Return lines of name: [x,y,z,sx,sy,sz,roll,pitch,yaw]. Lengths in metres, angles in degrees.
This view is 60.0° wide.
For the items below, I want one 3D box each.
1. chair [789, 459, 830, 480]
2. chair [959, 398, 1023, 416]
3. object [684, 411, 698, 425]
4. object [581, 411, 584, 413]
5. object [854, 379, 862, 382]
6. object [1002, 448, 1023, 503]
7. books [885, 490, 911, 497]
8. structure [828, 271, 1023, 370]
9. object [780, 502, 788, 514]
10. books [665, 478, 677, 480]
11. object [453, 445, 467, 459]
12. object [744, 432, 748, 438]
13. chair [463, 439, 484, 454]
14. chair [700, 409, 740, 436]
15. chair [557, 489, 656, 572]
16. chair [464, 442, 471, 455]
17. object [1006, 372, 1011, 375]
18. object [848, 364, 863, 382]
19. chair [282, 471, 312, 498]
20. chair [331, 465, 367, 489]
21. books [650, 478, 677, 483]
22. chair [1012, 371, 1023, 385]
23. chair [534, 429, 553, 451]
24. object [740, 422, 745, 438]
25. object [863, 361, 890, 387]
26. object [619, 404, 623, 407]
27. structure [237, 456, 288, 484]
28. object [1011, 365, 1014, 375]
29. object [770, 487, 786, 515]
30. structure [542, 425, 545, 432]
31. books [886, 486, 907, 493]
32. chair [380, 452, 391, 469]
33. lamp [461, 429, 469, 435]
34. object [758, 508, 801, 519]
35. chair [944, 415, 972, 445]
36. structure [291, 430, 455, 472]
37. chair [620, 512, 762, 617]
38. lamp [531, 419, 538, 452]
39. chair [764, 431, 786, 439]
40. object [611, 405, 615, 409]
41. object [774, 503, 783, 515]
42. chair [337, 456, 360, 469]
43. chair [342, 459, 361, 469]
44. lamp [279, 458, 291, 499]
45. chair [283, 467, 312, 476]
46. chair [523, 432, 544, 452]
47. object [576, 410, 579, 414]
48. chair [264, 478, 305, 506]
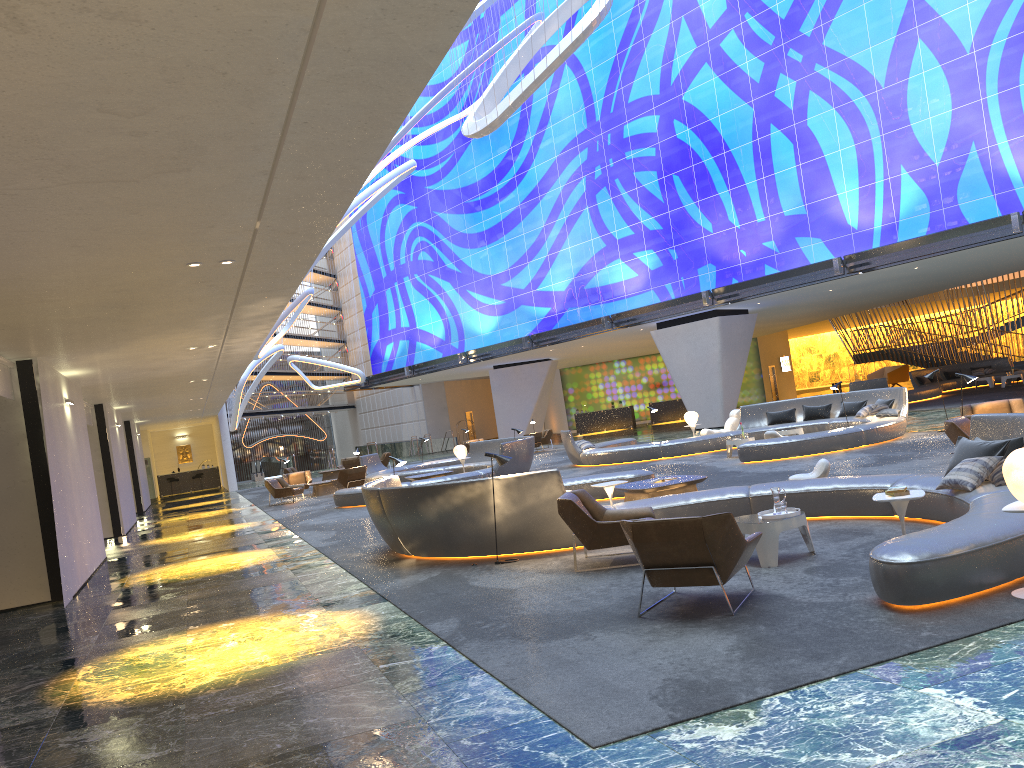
chair: [3.966,1.262,11.718,0.587,0.501,0.490,-9,-1,14]
chair: [7.503,0.669,13.717,0.931,0.767,0.937,-9,-1,21]
object: [4.915,0.941,24.298,0.366,0.387,0.319,-8,-1,-38]
object: [3.641,1.439,45.936,0.108,0.108,0.111,-9,-1,14]
object: [13.115,0.014,33.546,0.317,0.387,0.367,-8,-1,-13]
object: [3.435,0.608,5.826,0.366,0.387,0.319,-8,-1,-38]
books: [3.084,0.870,7.090,0.128,0.030,0.182,-8,-2,2]
structure: [23.693,-3.403,39.164,11.963,6.247,16.520,-8,-2,-20]
object: [2.502,1.149,8.155,0.071,0.118,0.071,-9,0,37]
books: [2.299,1.382,12.910,0.133,0.012,0.189,-7,-2,-31]
object: [-1.432,1.882,24.579,0.366,0.387,0.318,-8,-1,-13]
object: [5.096,1.109,19.312,0.071,0.118,0.151,-8,-1,-10]
chair: [-1.494,2.681,36.491,0.928,0.767,0.940,-8,-1,-14]
chair: [5.667,1.183,23.724,1.157,0.882,0.729,-8,-1,-1]
chair: [1.019,1.488,9.285,0.940,0.767,0.928,-9,-1,13]
chair: [-1.266,2.571,33.965,0.940,0.767,0.928,-9,-1,13]
object: [17.693,-0.373,31.557,0.151,0.118,0.071,-9,0,15]
object: [18.439,-0.373,47.463,0.477,1.664,1.202,-8,0,35]
chair: [-6.884,3.232,28.507,0.928,0.767,0.940,-8,-1,-14]
chair: [-4.712,2.836,25.973,0.927,0.767,0.941,-8,-1,-37]
books: [2.198,1.391,12.915,0.395,0.039,0.301,-8,-2,-6]
chair: [18.220,-0.221,31.989,0.491,0.501,0.587,-8,-1,-4]
chair: [1.160,2.264,35.604,0.938,0.767,0.930,-8,-1,-12]
object: [4.995,1.000,19.184,0.077,0.356,0.066,-8,0,37]
object: [19.492,-0.529,47.450,1.204,1.664,0.476,-8,0,-10]
object: [5.584,1.118,45.375,0.150,0.145,0.150,-9,-1,13]
structure: [-16.165,8.879,55.951,3.012,8.239,19.866,-8,-1,-20]
object: [17.754,-0.506,31.426,0.076,0.356,0.066,-8,0,-28]
object: [2.474,1.089,8.250,0.130,0.252,0.103,-8,0,-37]
structure: [1.573,2.023,50.906,1.019,2.051,0.774,-8,0,-42]
books: [3.076,0.844,7.088,0.134,0.022,0.188,-9,-2,31]
chair: [-5.449,3.264,36.558,0.937,0.767,0.931,-8,-1,-18]
lamp: [-1.868,2.461,36.426,0.384,1.300,0.202,-8,0,-3]
object: [2.471,1.199,8.201,0.380,0.038,0.382,-7,-2,-28]
chair: [6.250,0.787,11.520,0.927,0.767,0.941,-8,-1,-42]
structure: [-10.336,8.135,58.580,9.289,8.399,19.770,-8,-1,-20]
chair: [1.417,1.360,6.965,0.931,0.767,0.937,-9,-1,29]
lamp: [0.880,1.993,34.287,0.202,1.300,0.384,-8,0,-4]
chair: [6.031,1.195,19.542,0.587,0.501,1.781,-9,-2,34]
object: [5.189,1.178,45.458,0.150,0.145,0.150,-9,-1,13]
object: [2.440,1.157,8.104,0.071,0.118,0.071,-8,0,-38]
chair: [-6.843,3.499,37.543,0.930,0.767,0.938,-8,-1,7]
chair: [-6.071,3.299,34.697,0.931,0.767,0.937,-9,-1,31]
lamp: [-7.258,3.013,28.441,0.384,1.300,0.202,-8,0,-3]
chair: [-8.514,3.676,35.280,0.939,0.767,0.929,-8,-1,4]
chair: [0.678,2.285,33.957,0.927,0.767,0.941,-8,-1,-37]
object: [3.402,1.456,45.999,0.149,0.150,0.149,-9,-1,14]
chair: [-6.656,3.122,25.980,0.940,0.767,0.928,-9,-1,13]
